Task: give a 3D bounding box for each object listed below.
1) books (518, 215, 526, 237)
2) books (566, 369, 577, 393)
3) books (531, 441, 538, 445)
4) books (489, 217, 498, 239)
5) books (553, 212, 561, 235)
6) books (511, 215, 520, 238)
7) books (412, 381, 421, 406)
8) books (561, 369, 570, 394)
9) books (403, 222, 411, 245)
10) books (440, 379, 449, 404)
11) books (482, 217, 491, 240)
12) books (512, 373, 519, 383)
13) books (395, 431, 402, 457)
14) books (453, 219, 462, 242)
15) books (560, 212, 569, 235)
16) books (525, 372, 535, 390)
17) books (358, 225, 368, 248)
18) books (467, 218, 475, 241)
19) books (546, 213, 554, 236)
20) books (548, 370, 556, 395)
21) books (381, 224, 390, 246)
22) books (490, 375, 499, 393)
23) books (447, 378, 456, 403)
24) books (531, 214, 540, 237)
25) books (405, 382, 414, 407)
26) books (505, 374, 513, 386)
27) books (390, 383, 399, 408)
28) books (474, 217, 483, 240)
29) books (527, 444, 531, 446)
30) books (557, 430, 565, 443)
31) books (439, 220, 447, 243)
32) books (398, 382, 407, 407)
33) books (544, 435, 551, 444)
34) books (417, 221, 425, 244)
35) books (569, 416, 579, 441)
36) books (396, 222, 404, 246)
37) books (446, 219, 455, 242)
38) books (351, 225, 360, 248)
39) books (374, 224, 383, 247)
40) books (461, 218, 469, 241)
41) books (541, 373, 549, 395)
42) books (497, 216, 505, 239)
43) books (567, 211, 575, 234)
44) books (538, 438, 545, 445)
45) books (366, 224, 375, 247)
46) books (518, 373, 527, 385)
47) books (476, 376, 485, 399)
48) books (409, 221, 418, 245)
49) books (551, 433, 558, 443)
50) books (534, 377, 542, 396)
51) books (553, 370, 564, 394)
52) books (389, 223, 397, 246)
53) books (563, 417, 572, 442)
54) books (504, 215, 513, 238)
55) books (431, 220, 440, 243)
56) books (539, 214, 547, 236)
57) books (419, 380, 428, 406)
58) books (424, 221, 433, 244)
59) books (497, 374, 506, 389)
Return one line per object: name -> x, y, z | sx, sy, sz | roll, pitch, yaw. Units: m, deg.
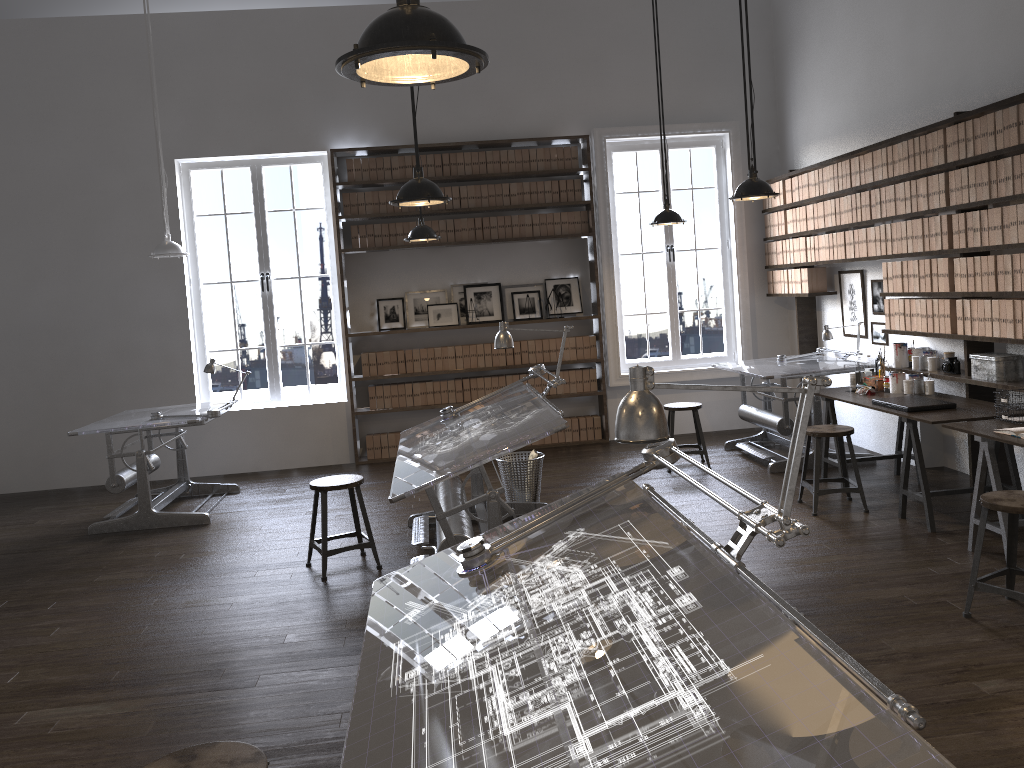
books -> 0.091, -1.540, 8.689 | 0.067, 0.225, 0.175 | -4, 4, -5
books -> 0.590, -0.031, 8.803 | 0.067, 0.225, 0.175 | -4, 4, -5
books -> 0.212, 0.481, 8.793 | 0.067, 0.225, 0.175 | -4, 4, -5
books -> -0.182, -1.517, 8.661 | 0.067, 0.225, 0.175 | -4, 4, -5
books -> 0.434, -1.567, 8.720 | 0.067, 0.225, 0.175 | -4, 4, -5
books -> 0.025, -1.534, 8.678 | 0.067, 0.225, 0.175 | -4, 4, -5
books -> -0.931, 0.092, 8.664 | 0.067, 0.225, 0.175 | -4, 4, -5
books -> 0.523, -0.026, 8.801 | 0.067, 0.225, 0.175 | -4, 4, -5
books -> -1.016, -1.450, 8.585 | 0.067, 0.225, 0.175 | -4, 4, -5
books -> -0.665, 0.070, 8.691 | 0.067, 0.225, 0.175 | -4, 4, -5
books -> -0.254, -1.512, 8.659 | 0.067, 0.225, 0.175 | -4, 4, -5
books -> 0.037, 0.014, 8.751 | 0.067, 0.225, 0.175 | -4, 4, -5
books -> -1.108, 0.588, 8.671 | 0.067, 0.225, 0.175 | -4, 4, -5
books -> -0.529, -1.489, 8.626 | 0.067, 0.225, 0.175 | -4, 4, -5
books -> 0.506, -1.573, 8.723 | 0.067, 0.225, 0.175 | -4, 4, -5
books -> 0.180, 0.002, 8.768 | 0.067, 0.225, 0.175 | -4, 4, -5
books -> -1.434, -1.416, 8.542 | 0.067, 0.225, 0.175 | -4, 4, -5
books -> -0.402, -1.500, 8.645 | 0.067, 0.225, 0.175 | -4, 4, -5
books -> 0.364, -1.562, 8.717 | 0.067, 0.225, 0.175 | -4, 4, -5
books -> 0.389, -0.015, 8.785 | 0.067, 0.225, 0.175 | -4, 4, -5
books -> -1.219, -1.433, 8.568 | 0.067, 0.225, 0.175 | -4, 4, -5
books -> -0.170, 0.030, 8.739 | 0.067, 0.225, 0.175 | -4, 4, -5
books -> -0.595, 0.065, 8.694 | 0.067, 0.225, 0.175 | -4, 4, -5
books -> 0.226, -1.550, 8.698 | 0.067, 0.225, 0.175 | -4, 4, -5
books -> -1.003, 0.098, 8.655 | 0.067, 0.225, 0.175 | -4, 4, -5
books -> -0.026, 0.019, 8.749 | 0.067, 0.225, 0.175 | -4, 4, -5
books -> -1.142, 0.109, 8.648 | 0.067, 0.225, 0.175 | -4, 4, -5
books -> -0.327, -1.505, 8.646 | 0.067, 0.225, 0.175 | -4, 4, -5
books -> 0.140, 0.487, 8.784 | 0.067, 0.225, 0.175 | -4, 4, -5
books -> 0.477, 0.459, 8.821 | 0.067, 0.225, 0.175 | -4, 4, -5
books -> -0.673, -1.478, 8.616 | 0.067, 0.225, 0.175 | -4, 4, -5
books -> -1.073, 0.104, 8.652 | 0.067, 0.225, 0.175 | -4, 4, -5
books -> 0.341, 0.471, 8.802 | 0.067, 0.225, 0.175 | -4, 4, -5
books -> -0.881, -1.460, 8.595 | 0.067, 0.225, 0.175 | -4, 4, -5
books -> 0.618, 0.448, 8.835 | 0.067, 0.225, 0.175 | -4, 4, -5
books -> -1.081, -1.444, 8.575 | 0.067, 0.225, 0.175 | -4, 4, -5
books -> -0.600, -1.483, 8.619 | 0.067, 0.225, 0.175 | -4, 4, -5
books -> -1.508, -1.410, 8.541 | 0.067, 0.225, 0.175 | -4, 4, -5
books -> -1.289, -1.427, 8.557 | 0.067, 0.225, 0.175 | -4, 4, -5
books -> -0.466, -1.494, 8.636 | 0.067, 0.225, 0.175 | -4, 4, -5
books -> 0.319, -0.009, 8.783 | 0.067, 0.225, 0.175 | -4, 4, -5
books -> -0.113, -1.523, 8.671 | 0.067, 0.225, 0.175 | -4, 4, -5
books -> 0.572, -1.578, 8.729 | 0.067, 0.225, 0.175 | -4, 4, -5
books -> 0.274, 0.476, 8.800 | 0.067, 0.225, 0.175 | -4, 4, -5
books -> -1.360, -1.422, 8.555 | 0.067, 0.225, 0.175 | -4, 4, -5
books -> 0.109, 0.008, 8.758 | 0.067, 0.225, 0.175 | -4, 4, -5
books -> -0.310, 0.042, 8.718 | 0.067, 0.225, 0.175 | -4, 4, -5
books -> -0.953, -1.455, 8.590 | 0.067, 0.225, 0.175 | -4, 4, -5
books -> 0.407, 0.465, 8.814 | 0.067, 0.225, 0.175 | -4, 4, -5
books -> 0.249, -0.004, 8.778 | 0.067, 0.225, 0.175 | -4, 4, -5
books -> 0.461, -0.021, 8.794 | 0.067, 0.225, 0.175 | -4, 4, -5
books -> -1.149, -1.439, 8.574 | 0.067, 0.225, 0.175 | -4, 4, -5
books -> 0.548, 0.454, 8.823 | 0.067, 0.225, 0.175 | -4, 4, -5
books -> -0.042, -1.529, 8.678 | 0.067, 0.225, 0.175 | -4, 4, -5
books -> -0.742, -1.472, 8.613 | 0.067, 0.225, 0.175 | -4, 4, -5
books -> 0.295, -1.556, 8.709 | 0.067, 0.225, 0.175 | -4, 4, -5
books -> -0.869, 0.087, 8.671 | 0.067, 0.225, 0.175 | -4, 4, -5
books -> -0.812, -1.466, 8.605 | 0.067, 0.225, 0.175 | -4, 4, -5
books -> -0.100, 0.025, 8.743 | 0.067, 0.225, 0.175 | -4, 4, -5
